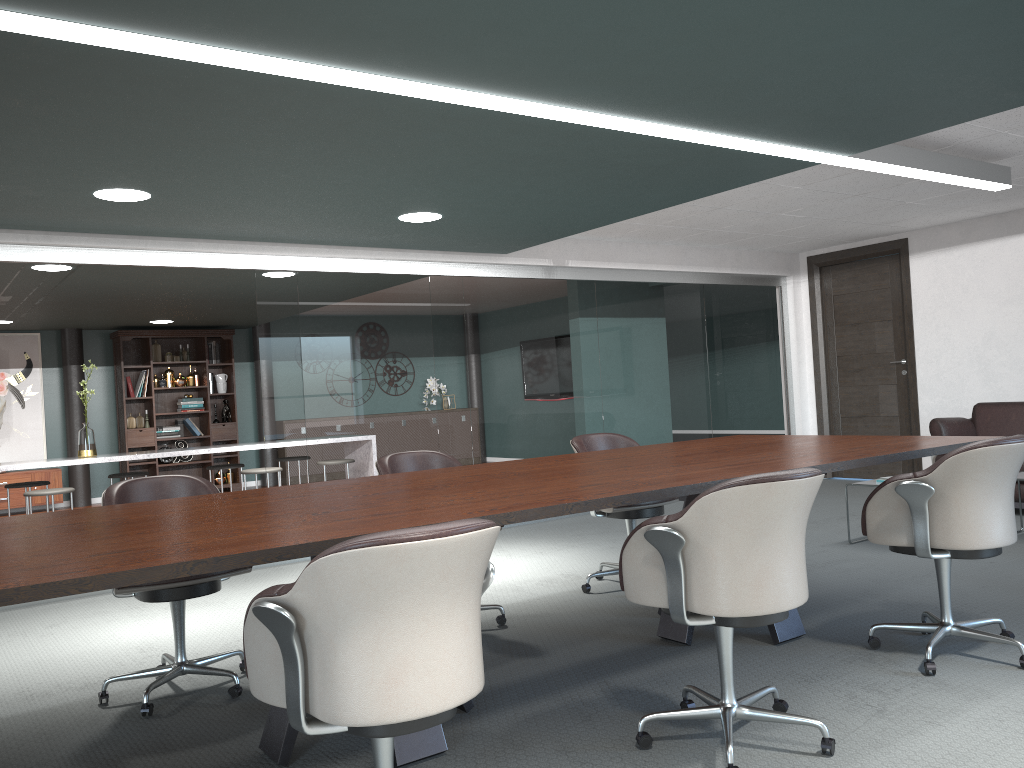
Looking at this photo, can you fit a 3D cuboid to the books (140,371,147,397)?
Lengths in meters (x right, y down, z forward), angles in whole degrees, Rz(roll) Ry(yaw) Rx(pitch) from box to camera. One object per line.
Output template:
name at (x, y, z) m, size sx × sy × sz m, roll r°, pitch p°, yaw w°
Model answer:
books at (-4.349, 0.003, 10.448) m, size 0.063 × 0.309 × 0.210 m, roll -3°, pitch -1°, yaw -35°

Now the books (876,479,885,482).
books at (2.192, 0.560, 5.151) m, size 0.118 × 0.011 × 0.090 m, roll -3°, pitch -1°, yaw -29°

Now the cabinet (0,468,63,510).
cabinet at (-5.591, 1.167, 9.665) m, size 1.200 × 0.379 × 0.368 m, roll -3°, pitch -1°, yaw -35°

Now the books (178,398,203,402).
books at (-3.903, 0.195, 10.762) m, size 0.248 × 0.042 × 0.194 m, roll -3°, pitch -1°, yaw -35°

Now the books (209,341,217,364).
books at (-3.689, -0.381, 10.931) m, size 0.027 × 0.286 × 0.184 m, roll -3°, pitch -1°, yaw -35°

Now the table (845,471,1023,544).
table at (2.749, 0.708, 4.832) m, size 0.926 × 0.359 × 1.477 m, roll -3°, pitch -1°, yaw -35°

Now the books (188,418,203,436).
books at (-3.857, 0.519, 10.751) m, size 0.166 × 0.228 × 0.205 m, roll -3°, pitch -1°, yaw -35°

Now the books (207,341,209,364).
books at (-3.761, -0.377, 10.880) m, size 0.027 × 0.286 × 0.184 m, roll -3°, pitch -1°, yaw -35°

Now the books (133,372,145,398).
books at (-4.388, 0.011, 10.426) m, size 0.115 × 0.296 × 0.210 m, roll -3°, pitch -1°, yaw -35°

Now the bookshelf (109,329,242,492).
bookshelf at (-4.025, 0.355, 10.682) m, size 1.339 × 1.984 × 0.482 m, roll -3°, pitch -1°, yaw -35°

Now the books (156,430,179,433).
books at (-4.125, 0.567, 10.557) m, size 0.268 × 0.016 × 0.205 m, roll -3°, pitch -1°, yaw -35°

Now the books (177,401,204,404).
books at (-3.903, 0.224, 10.754) m, size 0.268 × 0.016 × 0.205 m, roll -3°, pitch -1°, yaw -35°

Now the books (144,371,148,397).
books at (-4.336, 0.002, 10.455) m, size 0.063 × 0.309 × 0.210 m, roll -3°, pitch -1°, yaw -35°

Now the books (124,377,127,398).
books at (-4.528, 0.044, 10.323) m, size 0.042 × 0.248 × 0.194 m, roll -3°, pitch -1°, yaw -35°

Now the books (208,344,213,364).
books at (-3.730, -0.359, 10.899) m, size 0.042 × 0.248 × 0.194 m, roll -3°, pitch -1°, yaw -35°

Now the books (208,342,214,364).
books at (-3.707, -0.371, 10.917) m, size 0.016 × 0.268 × 0.205 m, roll -3°, pitch -1°, yaw -35°

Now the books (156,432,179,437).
books at (-4.123, 0.596, 10.556) m, size 0.248 × 0.042 × 0.194 m, roll -3°, pitch -1°, yaw -35°

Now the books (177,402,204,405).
books at (-3.903, 0.240, 10.760) m, size 0.268 × 0.016 × 0.205 m, roll -3°, pitch -1°, yaw -35°

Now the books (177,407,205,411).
books at (-3.897, 0.305, 10.761) m, size 0.286 × 0.027 × 0.184 m, roll -3°, pitch -1°, yaw -35°

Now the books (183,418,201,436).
books at (-3.884, 0.522, 10.731) m, size 0.176 × 0.227 × 0.194 m, roll -3°, pitch -1°, yaw -35°

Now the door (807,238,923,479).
door at (3.254, -0.187, 8.146) m, size 0.139 × 2.130 × 1.038 m, roll -3°, pitch -1°, yaw -35°

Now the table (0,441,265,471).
table at (-3.245, 0.913, 6.846) m, size 4.577 × 0.699 × 0.609 m, roll -3°, pitch -1°, yaw -35°

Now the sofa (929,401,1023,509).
sofa at (3.673, 0.467, 4.609) m, size 1.976 × 0.728 × 4.057 m, roll -3°, pitch -1°, yaw 8°

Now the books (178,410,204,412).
books at (-3.898, 0.327, 10.759) m, size 0.268 × 0.016 × 0.205 m, roll -3°, pitch -1°, yaw -35°

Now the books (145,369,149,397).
books at (-4.327, -0.005, 10.458) m, size 0.062 × 0.322 × 0.197 m, roll -3°, pitch -1°, yaw -35°

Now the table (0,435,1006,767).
table at (-1.117, 0.735, 2.222) m, size 6.694 × 0.706 × 1.374 m, roll -3°, pitch -1°, yaw -35°

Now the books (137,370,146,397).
books at (-4.366, 0.001, 10.436) m, size 0.090 × 0.316 × 0.197 m, roll -3°, pitch -1°, yaw -35°

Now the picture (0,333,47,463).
picture at (-5.749, 0.194, 9.818) m, size 1.002 × 1.512 × 0.031 m, roll -3°, pitch -1°, yaw -35°

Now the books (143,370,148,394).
books at (-4.340, -0.004, 10.450) m, size 0.062 × 0.322 × 0.197 m, roll -3°, pitch -1°, yaw -35°

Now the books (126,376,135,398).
books at (-4.477, 0.040, 10.359) m, size 0.084 × 0.252 × 0.194 m, roll -3°, pitch -1°, yaw -35°

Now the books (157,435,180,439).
books at (-4.119, 0.631, 10.558) m, size 0.286 × 0.027 × 0.184 m, roll -3°, pitch -1°, yaw -35°

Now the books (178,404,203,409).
books at (-3.901, 0.269, 10.760) m, size 0.248 × 0.042 × 0.194 m, roll -3°, pitch -1°, yaw -35°

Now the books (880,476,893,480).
books at (2.218, 0.548, 5.157) m, size 0.118 × 0.011 × 0.090 m, roll -3°, pitch -1°, yaw -16°
